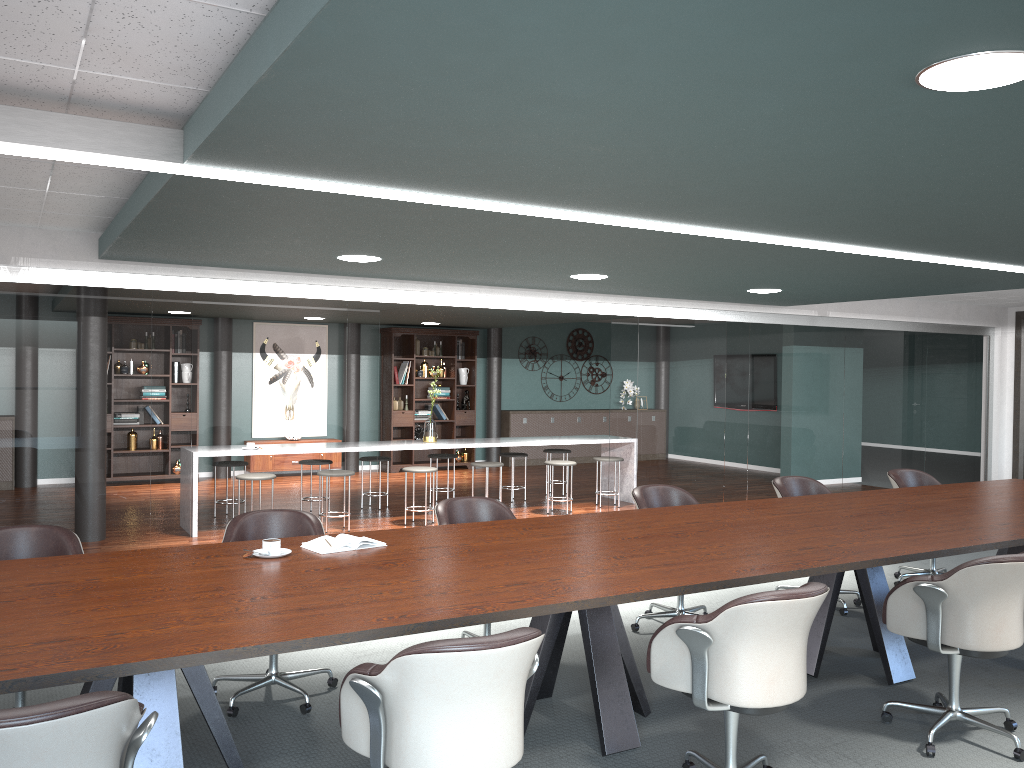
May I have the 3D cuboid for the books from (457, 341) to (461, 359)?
[{"bbox_3d":[-0.792,-0.486,12.753,0.016,0.268,0.205,0,1,-30],"label":"books"}]

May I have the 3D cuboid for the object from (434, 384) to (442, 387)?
[{"bbox_3d":[-1.059,0.021,12.616,0.104,0.052,0.100,0,1,-26],"label":"object"}]

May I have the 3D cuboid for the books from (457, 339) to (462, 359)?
[{"bbox_3d":[-0.771,-0.495,12.765,0.027,0.286,0.184,0,1,-30],"label":"books"}]

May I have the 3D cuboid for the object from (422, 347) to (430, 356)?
[{"bbox_3d":[-1.217,-0.457,12.495,0.096,0.126,0.106,1,1,21],"label":"object"}]

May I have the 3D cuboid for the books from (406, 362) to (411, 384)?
[{"bbox_3d":[-1.485,-0.150,12.360,0.063,0.309,0.210,0,1,-30],"label":"books"}]

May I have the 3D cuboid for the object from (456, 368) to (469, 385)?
[{"bbox_3d":[-0.750,-0.121,12.820,0.268,0.262,0.137,1,1,10],"label":"object"}]

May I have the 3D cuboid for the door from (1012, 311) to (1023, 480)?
[{"bbox_3d":[5.861,0.276,9.388,0.139,2.130,1.038,0,1,-30],"label":"door"}]

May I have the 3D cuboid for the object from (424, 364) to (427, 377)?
[{"bbox_3d":[-1.207,-0.187,12.402,0.040,0.191,0.040,1,1,-21],"label":"object"}]

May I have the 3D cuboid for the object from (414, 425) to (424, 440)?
[{"bbox_3d":[-1.309,0.690,12.406,0.224,0.238,0.159,0,1,-30],"label":"object"}]

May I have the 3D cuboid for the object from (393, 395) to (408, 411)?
[{"bbox_3d":[-1.581,0.254,12.311,0.250,0.221,0.186,0,1,-32],"label":"object"}]

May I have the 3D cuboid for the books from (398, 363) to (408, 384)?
[{"bbox_3d":[-1.540,-0.144,12.336,0.115,0.296,0.210,0,1,-30],"label":"books"}]

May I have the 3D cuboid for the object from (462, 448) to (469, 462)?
[{"bbox_3d":[-0.674,0.990,12.792,0.108,0.256,0.108,1,1,4],"label":"object"}]

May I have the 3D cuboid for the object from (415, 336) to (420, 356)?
[{"bbox_3d":[-1.348,-0.532,12.451,0.104,0.273,0.104,1,1,6],"label":"object"}]

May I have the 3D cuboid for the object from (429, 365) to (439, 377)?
[{"bbox_3d":[-1.099,-0.180,12.469,0.144,0.175,0.073,0,1,-28],"label":"object"}]

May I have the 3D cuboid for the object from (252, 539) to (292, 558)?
[{"bbox_3d":[-0.889,0.605,3.276,0.146,0.056,0.146,1,1,-5],"label":"object"}]

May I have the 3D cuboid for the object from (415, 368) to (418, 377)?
[{"bbox_3d":[-1.377,-0.181,12.445,0.105,0.172,0.105,0,1,-34],"label":"object"}]

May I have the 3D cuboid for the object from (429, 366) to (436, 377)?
[{"bbox_3d":[-1.125,-0.178,12.595,0.099,0.169,0.099,1,1,34],"label":"object"}]

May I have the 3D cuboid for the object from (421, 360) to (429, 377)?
[{"bbox_3d":[-1.233,-0.219,12.507,0.114,0.251,0.114,1,1,-4],"label":"object"}]

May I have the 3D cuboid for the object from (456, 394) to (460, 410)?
[{"bbox_3d":[-0.779,0.257,12.742,0.077,0.228,0.077,2,1,43],"label":"object"}]

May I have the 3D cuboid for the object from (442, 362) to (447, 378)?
[{"bbox_3d":[-0.976,-0.204,12.701,0.092,0.222,0.092,1,1,4],"label":"object"}]

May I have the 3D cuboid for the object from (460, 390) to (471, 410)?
[{"bbox_3d":[-0.683,0.226,12.812,0.116,0.286,0.215,0,1,-34],"label":"object"}]

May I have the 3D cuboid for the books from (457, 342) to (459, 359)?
[{"bbox_3d":[-0.817,-0.475,12.738,0.042,0.248,0.194,0,1,-30],"label":"books"}]

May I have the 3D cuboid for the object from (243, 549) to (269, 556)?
[{"bbox_3d":[-0.941,0.623,3.257,0.155,0.012,0.034,1,1,37],"label":"object"}]

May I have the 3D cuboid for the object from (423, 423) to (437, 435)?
[{"bbox_3d":[-1.176,0.675,12.616,0.233,0.268,0.051,0,1,-30],"label":"object"}]

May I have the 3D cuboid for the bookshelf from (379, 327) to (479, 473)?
[{"bbox_3d":[-1.181,0.220,12.568,1.339,1.984,0.482,0,1,-30],"label":"bookshelf"}]

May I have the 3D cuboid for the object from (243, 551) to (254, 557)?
[{"bbox_3d":[-0.962,0.621,3.235,0.041,0.021,0.044,0,1,-37],"label":"object"}]

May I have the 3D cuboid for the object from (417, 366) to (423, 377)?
[{"bbox_3d":[-1.282,-0.173,12.393,0.079,0.161,0.080,1,1,-4],"label":"object"}]

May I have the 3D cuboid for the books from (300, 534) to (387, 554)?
[{"bbox_3d":[-0.656,0.617,3.464,0.285,0.032,0.180,0,1,-39],"label":"books"}]

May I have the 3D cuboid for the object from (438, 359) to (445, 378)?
[{"bbox_3d":[-1.003,-0.220,12.578,0.108,0.256,0.108,1,1,4],"label":"object"}]

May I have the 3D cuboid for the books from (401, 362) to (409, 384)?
[{"bbox_3d":[-1.516,-0.153,12.343,0.090,0.316,0.197,0,1,-30],"label":"books"}]

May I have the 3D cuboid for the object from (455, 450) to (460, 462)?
[{"bbox_3d":[-0.796,1.032,12.809,0.099,0.169,0.099,1,1,34],"label":"object"}]

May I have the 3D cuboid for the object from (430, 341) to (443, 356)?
[{"bbox_3d":[-1.099,-0.504,12.574,0.196,0.221,0.184,0,1,-30],"label":"object"}]

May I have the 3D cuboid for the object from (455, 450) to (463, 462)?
[{"bbox_3d":[-0.770,1.031,12.683,0.144,0.175,0.073,0,1,-28],"label":"object"}]
